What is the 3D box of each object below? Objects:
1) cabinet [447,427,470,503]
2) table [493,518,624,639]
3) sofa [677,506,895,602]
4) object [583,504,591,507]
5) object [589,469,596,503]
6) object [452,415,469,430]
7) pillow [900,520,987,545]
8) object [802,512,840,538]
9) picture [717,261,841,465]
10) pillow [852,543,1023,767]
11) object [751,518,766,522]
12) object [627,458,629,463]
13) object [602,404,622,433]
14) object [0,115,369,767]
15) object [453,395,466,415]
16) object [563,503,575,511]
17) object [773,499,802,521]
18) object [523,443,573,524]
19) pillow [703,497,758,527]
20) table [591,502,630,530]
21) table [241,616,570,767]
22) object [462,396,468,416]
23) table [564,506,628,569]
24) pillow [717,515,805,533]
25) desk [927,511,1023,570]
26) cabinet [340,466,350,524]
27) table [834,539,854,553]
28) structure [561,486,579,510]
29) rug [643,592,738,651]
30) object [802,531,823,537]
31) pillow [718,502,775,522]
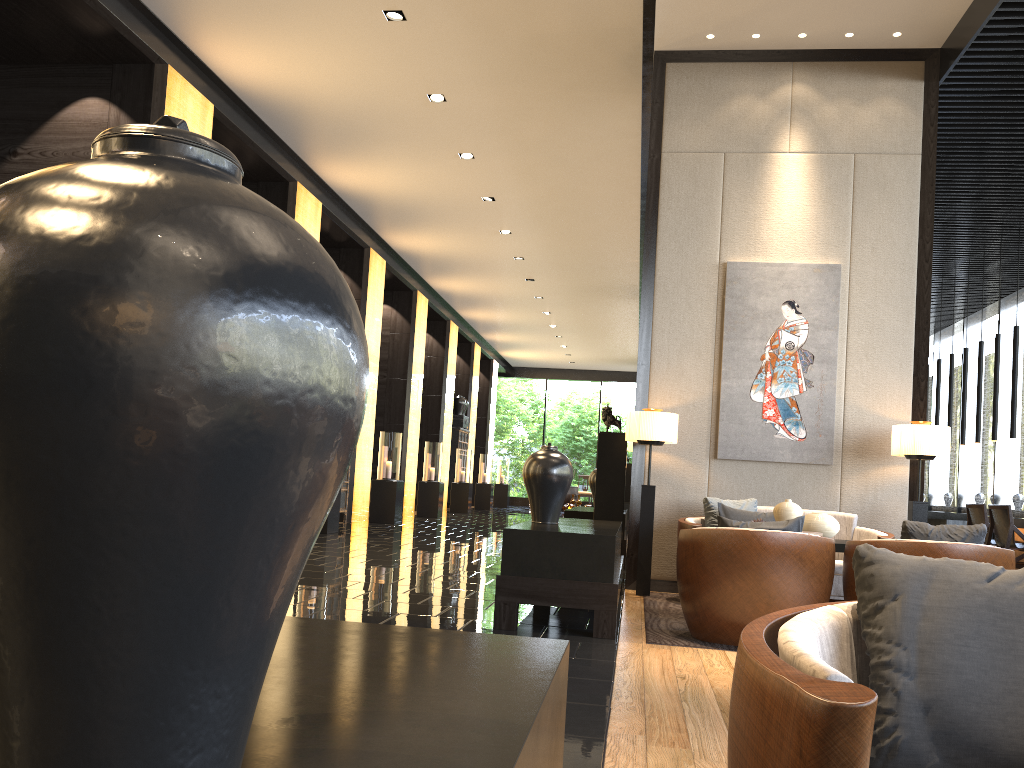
[{"bbox_3d":[-1.436,2.022,21.040,0.547,1.917,1.192,3,-4,8],"label":"cabinet"},{"bbox_3d":[0.361,1.120,5.442,0.620,0.511,1.969,3,-6,8],"label":"table"},{"bbox_3d":[1.885,1.215,6.206,1.448,0.691,0.605,3,-4,8],"label":"sofa"},{"bbox_3d":[2.228,3.598,25.638,0.370,0.228,0.371,5,-6,-19],"label":"object"},{"bbox_3d":[0.962,1.082,9.354,0.311,0.491,0.312,4,-4,-10],"label":"object"},{"bbox_3d":[-1.252,0.918,21.107,0.365,0.314,0.609,3,-6,8],"label":"object"},{"bbox_3d":[2.095,0.851,4.335,0.399,0.361,0.223,3,-4,9],"label":"pillow"},{"bbox_3d":[1.883,0.876,5.437,0.245,0.167,0.246,2,-5,11],"label":"object"},{"bbox_3d":[2.003,-0.166,6.645,0.834,1.497,0.037,3,-3,8],"label":"picture"},{"bbox_3d":[0.727,0.440,1.353,0.399,0.361,0.223,3,-4,9],"label":"pillow"},{"bbox_3d":[1.543,0.888,5.518,0.092,0.111,0.091,6,-5,-29],"label":"object"},{"bbox_3d":[2.080,1.354,16.270,0.161,0.217,0.102,4,-4,-4],"label":"object"},{"bbox_3d":[0.836,0.291,7.404,0.176,0.245,0.116,3,-4,8],"label":"object"},{"bbox_3d":[-0.265,0.050,0.641,0.311,0.491,0.312,4,-4,-3],"label":"object"},{"bbox_3d":[-1.258,0.496,20.973,0.312,0.491,0.312,5,-4,-18],"label":"object"},{"bbox_3d":[1.631,3.509,25.160,0.369,0.228,0.371,2,-5,11],"label":"object"},{"bbox_3d":[1.683,0.823,5.411,0.171,0.235,0.172,0,-6,43],"label":"object"},{"bbox_3d":[0.217,0.605,5.424,0.311,0.491,0.313,2,-4,27],"label":"object"},{"bbox_3d":[1.581,1.013,6.361,0.433,0.398,0.201,5,-4,-13],"label":"pillow"},{"bbox_3d":[1.609,2.169,14.299,0.620,0.511,1.969,3,-6,8],"label":"table"},{"bbox_3d":[-0.341,0.529,0.455,0.620,0.511,1.969,3,-6,8],"label":"table"},{"bbox_3d":[-1.212,0.534,21.301,0.311,0.491,0.312,4,-4,-10],"label":"object"},{"bbox_3d":[0.900,1.573,9.265,0.620,0.511,1.969,3,-6,8],"label":"table"},{"bbox_3d":[1.246,0.816,4.456,0.441,0.337,0.206,2,-4,15],"label":"pillow"},{"bbox_3d":[5.404,1.904,10.831,1.779,0.757,28.866,3,-6,8],"label":"desk"},{"bbox_3d":[-2.664,0.989,12.322,0.547,1.917,1.192,3,-4,8],"label":"cabinet"},{"bbox_3d":[1.754,1.202,5.385,1.041,0.516,0.578,3,-5,8],"label":"table"},{"bbox_3d":[1.516,3.361,26.084,0.873,0.708,0.878,4,-5,-3],"label":"structure"},{"bbox_3d":[1.789,1.460,5.362,1.957,0.008,2.252,3,-6,8],"label":"rug"},{"bbox_3d":[1.742,0.902,5.257,0.174,0.051,0.138,3,-6,4],"label":"object"},{"bbox_3d":[1.658,1.019,6.193,0.471,0.360,0.220,3,-4,5],"label":"pillow"}]
